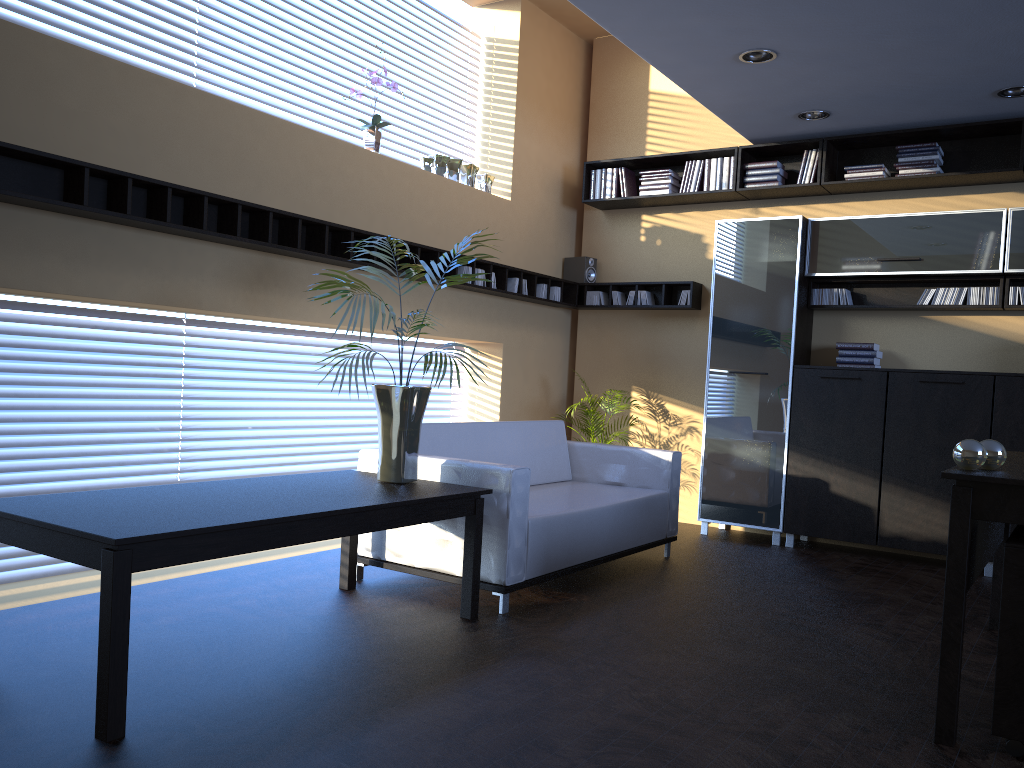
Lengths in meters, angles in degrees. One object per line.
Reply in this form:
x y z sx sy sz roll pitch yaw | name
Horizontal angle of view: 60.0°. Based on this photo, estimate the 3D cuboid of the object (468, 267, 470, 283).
-0.368 -0.786 6.413 0.140 0.118 0.006 4 2 33 | object

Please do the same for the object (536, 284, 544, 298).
0.185 -0.760 7.258 0.142 0.118 0.040 4 2 33 | object

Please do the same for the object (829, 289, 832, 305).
2.382 -0.640 6.586 0.009 0.120 0.142 4 2 33 | object

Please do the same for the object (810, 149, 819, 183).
2.273 -1.587 6.570 0.075 0.260 0.207 4 2 33 | object

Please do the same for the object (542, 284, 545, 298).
0.200 -0.761 7.279 0.142 0.120 0.030 4 2 33 | object

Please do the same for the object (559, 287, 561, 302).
0.346 -0.755 7.486 0.142 0.120 0.009 4 2 34 | object

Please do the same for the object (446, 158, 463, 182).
-0.438 -1.569 6.570 0.137 0.174 0.144 3 1 -6 | object

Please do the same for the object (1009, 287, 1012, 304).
3.348 -0.584 5.949 0.009 0.120 0.142 4 2 33 | object

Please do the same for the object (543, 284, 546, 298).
0.207 -0.760 7.286 0.142 0.120 0.030 4 2 33 | object

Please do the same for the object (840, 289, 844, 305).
2.449 -0.635 6.540 0.030 0.120 0.142 4 1 33 | object

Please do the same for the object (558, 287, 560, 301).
0.339 -0.755 7.478 0.142 0.120 0.009 4 2 33 | object

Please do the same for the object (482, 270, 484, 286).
-0.272 -0.782 6.565 0.140 0.118 0.006 4 2 33 | object

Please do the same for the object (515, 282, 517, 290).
-0.027 -0.771 6.936 0.140 0.118 0.026 4 2 33 | object

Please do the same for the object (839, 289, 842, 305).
2.440 -0.636 6.544 0.026 0.118 0.140 4 1 33 | object

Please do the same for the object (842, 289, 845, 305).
2.460 -0.635 6.537 0.030 0.120 0.142 4 1 33 | object

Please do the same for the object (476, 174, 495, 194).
-0.212 -1.547 6.909 0.117 0.149 0.124 4 2 34 | object

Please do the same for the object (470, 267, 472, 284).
-0.353 -0.785 6.440 0.140 0.118 0.006 4 2 33 | object

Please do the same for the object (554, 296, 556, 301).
0.304 -0.756 7.440 0.142 0.120 0.009 4 2 33 | object

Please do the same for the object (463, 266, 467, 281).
-0.389 -0.787 6.379 0.142 0.120 0.009 4 2 33 | object

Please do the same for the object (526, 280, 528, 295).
0.058 -0.766 7.063 0.142 0.118 0.040 4 2 33 | object

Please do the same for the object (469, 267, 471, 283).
-0.359 -0.785 6.432 0.142 0.120 0.009 4 2 33 | object

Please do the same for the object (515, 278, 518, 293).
-0.021 -0.770 6.945 0.142 0.120 0.030 4 2 33 | object

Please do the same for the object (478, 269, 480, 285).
-0.299 -0.783 6.509 0.142 0.120 0.009 4 2 33 | object

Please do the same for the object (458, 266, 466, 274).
-0.404 -0.786 6.359 0.142 0.118 0.040 4 2 33 | object

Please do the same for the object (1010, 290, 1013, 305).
3.357 -0.583 5.944 0.009 0.120 0.142 4 2 33 | object

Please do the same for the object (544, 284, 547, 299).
0.215 -0.760 7.293 0.142 0.120 0.030 4 2 33 | object

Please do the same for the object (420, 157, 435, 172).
-0.607 -1.546 6.310 0.090 0.114 0.094 3 1 -21 | object

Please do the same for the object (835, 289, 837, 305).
2.414 -0.638 6.561 0.009 0.120 0.142 4 2 33 | object

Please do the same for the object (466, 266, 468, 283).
-0.383 -0.786 6.387 0.142 0.120 0.009 4 2 33 | object

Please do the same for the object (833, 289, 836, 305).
2.407 -0.638 6.569 0.009 0.120 0.142 4 2 33 | object

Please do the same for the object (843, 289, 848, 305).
2.465 -0.635 6.526 0.030 0.120 0.142 4 1 33 | object

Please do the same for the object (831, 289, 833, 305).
2.389 -0.639 6.578 0.009 0.120 0.142 4 1 33 | object

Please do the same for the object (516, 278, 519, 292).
-0.018 -0.770 6.954 0.140 0.118 0.026 4 2 33 | object

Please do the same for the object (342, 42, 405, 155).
-0.891 -1.850 5.852 0.351 0.696 0.437 3 1 13 | object

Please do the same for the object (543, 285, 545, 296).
0.203 -0.761 7.276 0.140 0.118 0.026 4 2 33 | object

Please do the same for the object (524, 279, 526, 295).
0.043 -0.767 7.030 0.142 0.120 0.030 4 2 33 | object

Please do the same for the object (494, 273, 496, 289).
-0.185 -0.776 6.692 0.142 0.118 0.040 4 2 33 | object

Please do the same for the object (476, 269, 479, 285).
-0.306 -0.783 6.501 0.142 0.120 0.009 4 2 33 | object

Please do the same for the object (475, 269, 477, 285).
-0.319 -0.784 6.497 0.142 0.120 0.009 4 2 33 | object

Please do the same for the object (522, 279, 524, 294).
0.034 -0.768 7.024 0.142 0.120 0.030 4 2 33 | object

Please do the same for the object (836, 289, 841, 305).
2.425 -0.637 6.559 0.009 0.120 0.142 4 2 33 | object

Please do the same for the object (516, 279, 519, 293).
-0.013 -0.770 6.964 0.142 0.120 0.030 4 2 33 | object

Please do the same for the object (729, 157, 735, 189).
1.751 -1.617 6.908 0.050 0.258 0.207 4 2 33 | object

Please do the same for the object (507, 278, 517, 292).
-0.033 -0.770 6.922 0.142 0.118 0.040 4 2 33 | object

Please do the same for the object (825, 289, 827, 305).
2.355 -0.641 6.599 0.006 0.118 0.140 4 2 34 | object

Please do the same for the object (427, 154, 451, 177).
-0.534 -1.566 6.419 0.133 0.160 0.126 2 2 -36 | object

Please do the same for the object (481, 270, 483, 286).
-0.279 -0.782 6.544 0.142 0.120 0.009 4 2 33 | object

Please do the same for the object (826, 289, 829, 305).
2.364 -0.641 6.595 0.009 0.120 0.142 4 2 33 | object

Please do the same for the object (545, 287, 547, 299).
0.224 -0.760 7.312 0.142 0.120 0.009 4 2 33 | object

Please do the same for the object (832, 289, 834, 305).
2.398 -0.639 6.573 0.009 0.120 0.142 4 2 33 | object

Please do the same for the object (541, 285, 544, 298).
0.192 -0.761 7.272 0.142 0.120 0.030 4 2 33 | object

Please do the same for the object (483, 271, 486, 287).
-0.257 -0.780 6.584 0.142 0.118 0.040 4 2 33 | object

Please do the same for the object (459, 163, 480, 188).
-0.337 -1.564 6.718 0.137 0.174 0.144 4 1 24 | object

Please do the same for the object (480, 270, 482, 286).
-0.286 -0.782 6.537 0.142 0.120 0.009 4 2 33 | object

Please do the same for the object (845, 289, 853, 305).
2.479 -0.633 6.520 0.040 0.118 0.142 4 1 33 | object

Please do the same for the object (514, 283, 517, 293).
-0.029 -0.771 6.937 0.142 0.120 0.030 4 2 33 | object

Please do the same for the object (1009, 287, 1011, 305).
3.346 -0.584 5.945 0.006 0.118 0.140 4 2 33 | object

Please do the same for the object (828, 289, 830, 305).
2.375 -0.640 6.593 0.009 0.120 0.142 4 2 33 | object
